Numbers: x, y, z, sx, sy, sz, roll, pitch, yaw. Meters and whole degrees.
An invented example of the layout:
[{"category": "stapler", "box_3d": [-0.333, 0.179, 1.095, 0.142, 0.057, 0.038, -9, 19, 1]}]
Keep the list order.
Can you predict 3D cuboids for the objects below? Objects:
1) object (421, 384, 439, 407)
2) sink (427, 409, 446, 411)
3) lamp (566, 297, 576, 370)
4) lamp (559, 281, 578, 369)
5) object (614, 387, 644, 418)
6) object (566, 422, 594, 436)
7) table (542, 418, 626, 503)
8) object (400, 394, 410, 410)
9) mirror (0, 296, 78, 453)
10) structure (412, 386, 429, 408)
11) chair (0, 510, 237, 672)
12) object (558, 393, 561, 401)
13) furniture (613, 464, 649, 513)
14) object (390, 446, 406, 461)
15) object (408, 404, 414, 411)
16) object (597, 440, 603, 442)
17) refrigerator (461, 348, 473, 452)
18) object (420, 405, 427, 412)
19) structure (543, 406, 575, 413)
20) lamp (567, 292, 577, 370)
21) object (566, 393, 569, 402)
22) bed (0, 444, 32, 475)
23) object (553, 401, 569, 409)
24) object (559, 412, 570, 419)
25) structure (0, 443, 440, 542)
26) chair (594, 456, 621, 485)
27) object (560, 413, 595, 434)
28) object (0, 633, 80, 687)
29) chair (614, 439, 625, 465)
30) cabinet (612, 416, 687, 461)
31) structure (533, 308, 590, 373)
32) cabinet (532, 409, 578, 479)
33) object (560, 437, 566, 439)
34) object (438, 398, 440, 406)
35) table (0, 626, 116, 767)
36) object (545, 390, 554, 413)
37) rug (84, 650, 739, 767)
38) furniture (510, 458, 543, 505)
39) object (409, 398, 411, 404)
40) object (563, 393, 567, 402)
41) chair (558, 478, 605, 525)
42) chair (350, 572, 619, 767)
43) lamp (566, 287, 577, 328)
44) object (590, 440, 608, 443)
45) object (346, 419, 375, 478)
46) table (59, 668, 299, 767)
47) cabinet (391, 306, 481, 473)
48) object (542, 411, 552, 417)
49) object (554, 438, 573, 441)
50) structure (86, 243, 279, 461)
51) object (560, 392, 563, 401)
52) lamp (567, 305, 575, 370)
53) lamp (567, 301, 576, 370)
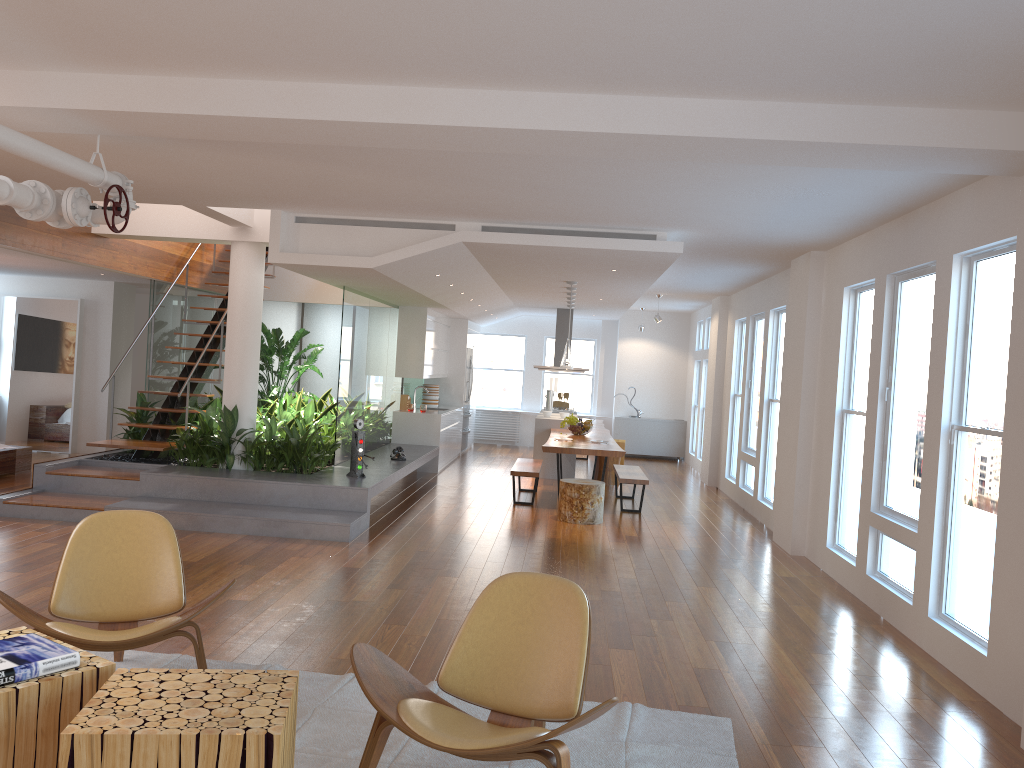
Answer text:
[{"category": "object", "box_3d": [-1.293, 0.190, 14.044, 0.267, 0.356, 0.266, 4, 1, 29]}, {"category": "sink", "box_3d": [-1.211, 0.499, 13.460, 0.449, 0.192, 0.666, 4, 1, 4]}, {"category": "lamp", "box_3d": [0.790, -0.733, 12.225, 0.160, 1.060, 0.160, 4, 1, 31]}, {"category": "lamp", "box_3d": [0.651, -0.699, 10.060, 0.160, 1.060, 0.160, 4, 1, 31]}, {"category": "object", "box_3d": [2.169, 0.328, 16.296, 0.590, 0.563, 0.210, 3, 1, -25]}, {"category": "object", "box_3d": [0.865, 0.583, 11.353, 0.360, 0.159, 0.360, 3, 1, -33]}, {"category": "table", "box_3d": [0.931, 0.991, 12.373, 0.893, 0.704, 5.996, 4, 1, 4]}, {"category": "object", "box_3d": [-1.541, 0.265, 12.760, 0.104, 0.222, 0.200, 4, 1, 4]}, {"category": "mirror", "box_3d": [-6.516, -0.139, 11.940, 1.267, 2.044, 0.049, 4, 1, 4]}, {"category": "structure", "box_3d": [-1.391, 0.290, 13.497, 0.248, 0.536, 0.115, 4, 1, 4]}, {"category": "chair", "box_3d": [-1.626, 0.991, 3.791, 0.856, 0.752, 0.867, 4, 1, 9]}, {"category": "object", "box_3d": [0.803, 0.291, 15.148, 0.061, 0.299, 0.040, 4, 1, 1]}, {"category": "furniture", "box_3d": [1.363, 1.217, 10.339, 0.316, 0.389, 1.433, 4, 1, 4]}, {"category": "object", "box_3d": [-1.326, 0.799, 10.256, 0.216, 0.155, 0.181, 3, 1, -32]}, {"category": "object", "box_3d": [-1.421, 0.332, 12.481, 0.094, 0.106, 0.094, 4, 1, 9]}, {"category": "object", "box_3d": [1.019, 0.669, 10.319, 0.070, 0.030, 0.079, 2, 2, -43]}, {"category": "refrigerator", "box_3d": [-1.052, 0.257, 15.225, 0.725, 1.772, 0.908, 4, 1, 4]}, {"category": "object", "box_3d": [-1.243, 0.344, 12.423, 0.094, 0.106, 0.094, 4, 1, 9]}, {"category": "structure", "box_3d": [0.780, 0.421, 14.695, 0.520, 0.073, 0.650, 4, 1, 4]}, {"category": "lamp", "box_3d": [0.744, -0.721, 11.503, 0.160, 1.060, 0.160, 4, 1, 31]}, {"category": "object", "box_3d": [0.938, 0.300, 15.140, 0.057, 0.294, 0.030, 4, 1, 4]}, {"category": "bed", "box_3d": [-6.667, 0.649, 9.043, 2.314, 0.595, 2.207, 4, 1, 4]}, {"category": "object", "box_3d": [0.797, 0.370, 15.139, 0.353, 0.157, 0.084, 4, 1, 4]}, {"category": "object", "box_3d": [0.749, 0.453, 12.694, 0.152, 0.082, 0.152, 3, 1, -36]}, {"category": "structure", "box_3d": [-2.683, 0.988, 10.171, 3.088, 0.386, 5.584, 4, 1, 4]}, {"category": "chair", "box_3d": [1.309, 1.147, 12.222, 0.396, 0.455, 0.402, 3, 1, -6]}, {"category": "object", "box_3d": [0.845, 0.518, 11.367, 0.394, 0.284, 0.292, 3, 1, -32]}, {"category": "object", "box_3d": [-1.533, 0.837, 2.661, 0.279, 0.048, 0.334, 4, 1, 35]}, {"category": "chair", "box_3d": [1.657, 1.132, 14.419, 0.344, 0.430, 0.549, 4, 1, 8]}, {"category": "cabinet", "box_3d": [2.515, 0.994, 16.327, 1.309, 0.725, 0.420, 4, 1, 4]}, {"category": "structure", "box_3d": [0.861, -0.906, 14.642, 0.909, 1.405, 0.900, 4, 1, 4]}, {"category": "cabinet", "box_3d": [0.692, 0.885, 13.786, 0.597, 0.832, 2.936, 4, 1, 4]}, {"category": "object", "box_3d": [0.602, 0.642, 10.393, 0.070, 0.030, 0.079, 3, 1, -33]}, {"category": "object", "box_3d": [-1.307, 0.264, 14.433, 0.284, 0.196, 0.265, 2, 2, -44]}, {"category": "table", "box_3d": [-1.622, 1.121, 2.735, 0.548, 0.534, 0.489, 4, 1, 34]}, {"category": "object", "box_3d": [0.616, 0.278, 14.244, 0.172, 0.356, 0.120, 3, 1, -38]}, {"category": "rug", "box_3d": [-0.996, 1.388, 2.527, 3.525, 0.057, 3.478, 4, 1, 8]}, {"category": "furniture", "box_3d": [0.175, 1.143, 10.415, 0.316, 0.389, 1.433, 4, 1, 4]}, {"category": "object", "box_3d": [-1.513, 0.288, 13.007, 0.100, 0.170, 0.173, 4, 1, 5]}, {"category": "object", "box_3d": [0.900, 0.298, 15.125, 0.068, 0.298, 0.039, 4, 1, 4]}, {"category": "chair", "box_3d": [0.706, 1.192, 9.040, 0.460, 0.400, 0.460, 4, 1, 14]}, {"category": "chair", "box_3d": [-0.028, 1.104, 2.970, 0.867, 0.752, 0.856, 3, 1, -36]}, {"category": "lamp", "box_3d": [0.697, -0.710, 10.782, 0.160, 1.060, 0.160, 4, 1, 31]}, {"category": "object", "box_3d": [1.019, 0.675, 10.319, 0.222, 0.020, 0.222, 3, 1, -4]}, {"category": "object", "box_3d": [-1.440, 0.623, 8.541, 0.318, 0.565, 0.134, 4, 1, 40]}, {"category": "table", "box_3d": [-0.930, 1.167, 2.543, 0.548, 0.534, 0.489, 3, 1, -8]}, {"category": "cabinet", "box_3d": [-1.141, 0.050, 14.484, 0.676, 2.280, 4.565, 4, 1, 4]}, {"category": "object", "box_3d": [0.508, 0.435, 12.833, 0.152, 0.082, 0.152, 5, 1, 43]}, {"category": "object", "box_3d": [0.602, 0.648, 10.394, 0.222, 0.020, 0.222, 5, 2, 44]}, {"category": "structure", "box_3d": [-2.725, -1.117, 10.805, 2.552, 4.265, 4.591, 4, 1, 4]}, {"category": "object", "box_3d": [0.836, 0.293, 15.126, 0.057, 0.299, 0.019, 4, 1, 4]}, {"category": "lamp", "box_3d": [0.883, -0.755, 13.668, 0.160, 1.060, 0.160, 4, 1, 31]}, {"category": "lamp", "box_3d": [0.836, -0.744, 12.946, 0.160, 1.060, 0.160, 4, 1, 31]}]
